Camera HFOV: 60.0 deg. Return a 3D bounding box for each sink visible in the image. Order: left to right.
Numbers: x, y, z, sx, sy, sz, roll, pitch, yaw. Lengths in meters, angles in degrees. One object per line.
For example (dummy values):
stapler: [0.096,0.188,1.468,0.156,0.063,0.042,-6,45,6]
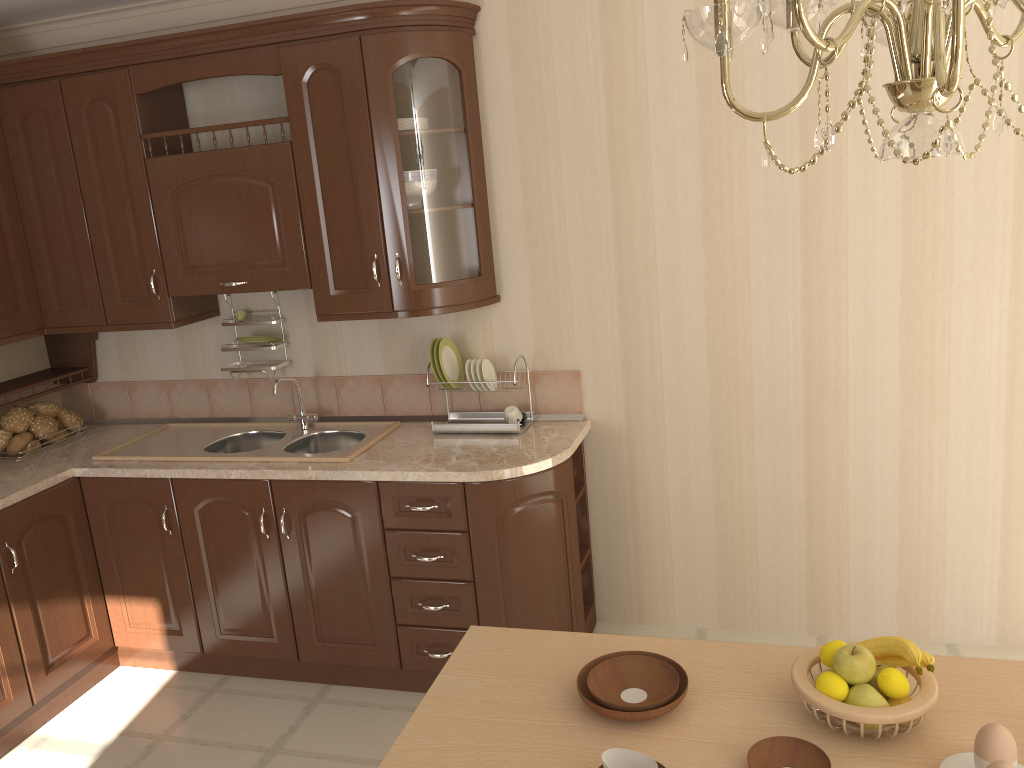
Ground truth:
sink: [-1.016,0.159,3.388,1.077,0.348,0.448,-1,14,17]

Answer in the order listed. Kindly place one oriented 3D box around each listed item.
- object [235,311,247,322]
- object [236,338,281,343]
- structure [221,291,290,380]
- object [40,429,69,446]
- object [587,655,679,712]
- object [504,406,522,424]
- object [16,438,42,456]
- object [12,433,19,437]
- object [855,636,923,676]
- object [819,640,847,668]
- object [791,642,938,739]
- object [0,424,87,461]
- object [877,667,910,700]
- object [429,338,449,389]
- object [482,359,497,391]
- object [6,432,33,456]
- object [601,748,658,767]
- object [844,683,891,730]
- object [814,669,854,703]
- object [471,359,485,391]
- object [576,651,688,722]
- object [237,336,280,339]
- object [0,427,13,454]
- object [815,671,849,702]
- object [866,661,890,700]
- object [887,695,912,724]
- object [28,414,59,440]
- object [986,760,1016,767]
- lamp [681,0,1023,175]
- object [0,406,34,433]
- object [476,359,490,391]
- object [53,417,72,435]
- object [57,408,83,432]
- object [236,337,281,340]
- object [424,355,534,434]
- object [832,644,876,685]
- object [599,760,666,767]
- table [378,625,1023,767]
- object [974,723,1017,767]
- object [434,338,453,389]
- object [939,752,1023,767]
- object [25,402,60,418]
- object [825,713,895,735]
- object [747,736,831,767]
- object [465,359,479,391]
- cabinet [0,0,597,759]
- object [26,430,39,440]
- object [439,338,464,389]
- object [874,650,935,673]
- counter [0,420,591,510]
object: [-1.087,-0.275,3.565,0.044,0.051,0.049,-8,13,-13]
object: [-1.007,-0.174,3.526,0.174,0.051,0.167,-1,14,17]
structure: [-1.047,-0.200,3.549,0.256,0.361,0.131,-1,14,17]
object: [-1.898,0.215,3.673,0.105,0.060,0.103,-2,13,12]
object: [0.224,0.559,1.634,0.168,0.034,0.168,2,15,28]
object: [0.005,0.115,3.294,0.073,0.072,0.085,-10,14,-18]
object: [-1.953,0.247,3.554,0.119,0.058,0.114,-9,14,-17]
object: [-1.999,0.171,3.605,0.110,0.092,0.113,-10,14,-20]
object: [0.642,0.476,1.543,0.066,0.085,0.184,-14,16,-34]
object: [0.570,0.476,1.562,0.054,0.046,0.047,-13,15,-30]
object: [0.606,0.535,1.533,0.235,0.068,0.235,-11,14,-24]
object: [-1.938,0.231,3.623,0.199,0.060,0.364,-1,14,17]
object: [0.637,0.500,1.481,0.051,0.053,0.045,-4,13,6]
object: [-0.260,-0.076,3.283,0.047,0.188,0.193,-1,14,18]
object: [-0.083,-0.033,3.238,0.034,0.119,0.123,-1,14,17]
object: [-1.946,0.238,3.505,0.104,0.092,0.114,-11,14,-25]
object: [0.193,0.617,1.378,0.063,0.055,0.119,-17,18,-42]
object: [0.593,0.537,1.478,0.072,0.076,0.074,-7,13,-7]
object: [0.562,0.530,1.542,0.070,0.069,0.068,1,15,26]
object: [-0.123,-0.032,3.251,0.034,0.119,0.123,-1,14,19]
object: [0.222,0.564,1.634,0.204,0.042,0.204,-14,16,-32]
object: [-1.007,-0.180,3.526,0.174,0.051,0.167,-1,14,17]
object: [-2.018,0.225,3.510,0.092,0.109,0.123,-9,14,-15]
object: [0.541,0.513,1.500,0.045,0.047,0.055,-16,17,-39]
object: [0.629,0.520,1.541,0.076,0.065,0.077,-7,13,-6]
object: [0.653,0.545,1.490,0.055,0.046,0.046,-16,17,-38]
object: [-1.899,0.174,3.589,0.110,0.102,0.115,-17,18,-42]
object: [0.689,0.578,1.246,0.058,0.104,0.058,-6,13,-4]
lamp: [0.464,-0.751,0.991,0.502,0.982,0.501,-8,13,-12]
object: [-1.968,0.142,3.526,0.100,0.105,0.118,-2,13,12]
object: [-0.103,-0.032,3.244,0.034,0.119,0.123,-1,14,17]
object: [-1.925,0.177,3.738,0.125,0.100,0.091,-2,13,13]
object: [-1.856,0.151,3.725,0.097,0.106,0.117,-12,15,-26]
object: [-1.007,-0.177,3.526,0.174,0.051,0.167,-1,14,17]
object: [-0.119,0.033,3.266,0.359,0.275,0.172,-1,14,18]
object: [0.583,0.479,1.510,0.069,0.061,0.068,3,16,33]
object: [0.189,0.633,1.386,0.127,0.026,0.126,7,18,43]
table: [0.563,1.005,1.412,1.567,0.774,0.900,-1,14,17]
object: [0.723,0.556,1.326,0.058,0.104,0.058,-6,13,-4]
object: [-0.242,-0.077,3.278,0.047,0.188,0.193,-1,14,18]
object: [0.713,0.616,1.291,0.157,0.005,0.245,-2,14,14]
object: [-1.945,0.111,3.661,0.125,0.078,0.112,-3,13,12]
object: [0.609,0.566,1.540,0.128,0.011,0.128,-13,15,-30]
object: [0.437,0.606,1.400,0.127,0.026,0.126,-9,14,-17]
object: [-0.143,-0.032,3.257,0.034,0.119,0.123,-1,14,17]
cabinet: [-1.356,0.233,2.090,2.436,2.313,3.226,-1,14,17]
object: [-1.959,0.201,3.656,0.098,0.094,0.114,-6,13,-2]
object: [-0.225,-0.077,3.272,0.047,0.188,0.193,-1,14,18]
object: [0.664,0.492,1.546,0.064,0.094,0.176,-14,16,-34]
counter: [-1.230,0.487,2.443,2.422,0.034,2.603,-1,14,17]
